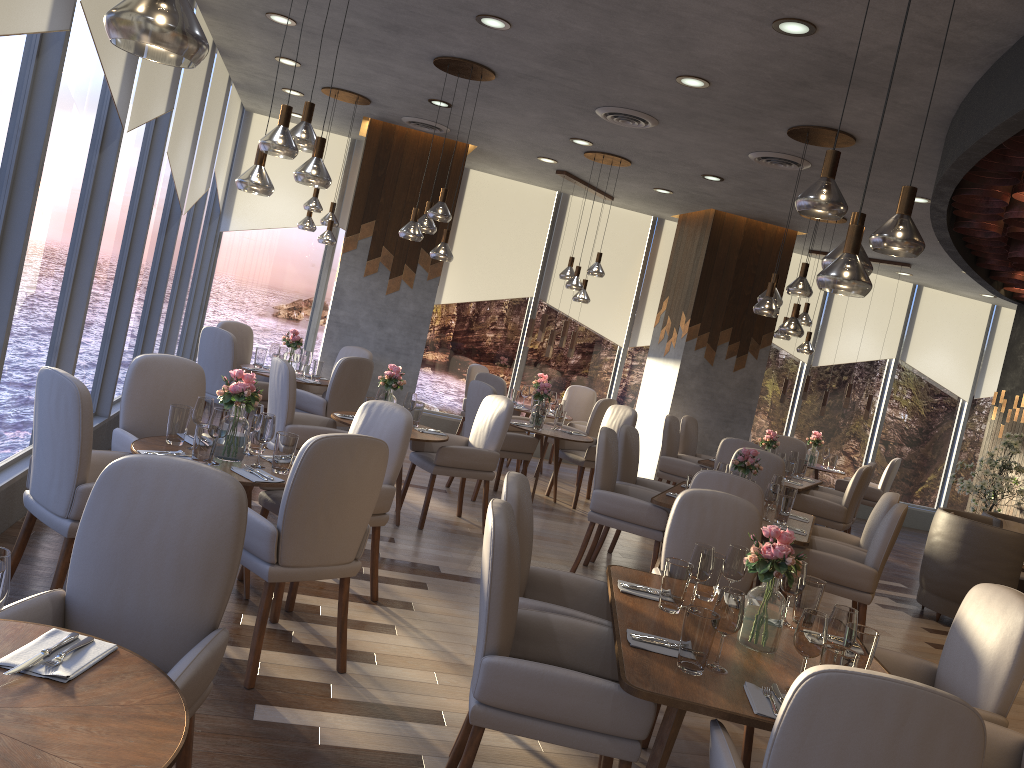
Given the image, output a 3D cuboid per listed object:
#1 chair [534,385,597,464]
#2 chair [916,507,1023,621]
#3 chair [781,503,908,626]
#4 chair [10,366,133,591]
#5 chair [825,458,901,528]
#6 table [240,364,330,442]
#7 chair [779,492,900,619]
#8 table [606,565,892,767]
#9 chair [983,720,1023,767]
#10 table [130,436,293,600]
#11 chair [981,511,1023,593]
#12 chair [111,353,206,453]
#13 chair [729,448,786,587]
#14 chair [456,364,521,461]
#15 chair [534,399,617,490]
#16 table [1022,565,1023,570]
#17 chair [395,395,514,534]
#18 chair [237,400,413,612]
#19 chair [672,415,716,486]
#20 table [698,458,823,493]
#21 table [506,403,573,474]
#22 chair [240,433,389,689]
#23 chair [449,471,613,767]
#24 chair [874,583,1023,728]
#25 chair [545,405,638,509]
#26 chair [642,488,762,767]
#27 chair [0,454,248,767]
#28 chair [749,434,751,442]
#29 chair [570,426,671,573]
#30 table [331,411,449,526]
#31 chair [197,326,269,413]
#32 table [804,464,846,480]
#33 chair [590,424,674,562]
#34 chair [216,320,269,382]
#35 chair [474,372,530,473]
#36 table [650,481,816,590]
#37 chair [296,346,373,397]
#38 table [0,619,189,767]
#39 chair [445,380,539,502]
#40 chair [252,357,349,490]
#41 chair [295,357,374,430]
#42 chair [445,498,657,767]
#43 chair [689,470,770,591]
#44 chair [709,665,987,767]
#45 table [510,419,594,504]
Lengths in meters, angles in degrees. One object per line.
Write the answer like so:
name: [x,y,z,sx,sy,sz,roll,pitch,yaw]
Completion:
chair: [0.594,0.497,10.270,0.530,0.999,0.598,14,3,34]
chair: [3.576,1.466,7.022,0.596,0.836,0.774,13,3,7]
chair: [1.991,1.143,5.424,0.601,0.999,0.527,14,3,23]
chair: [-1.670,0.455,3.624,0.530,0.999,0.598,15,3,39]
chair: [4.084,1.271,10.280,0.602,0.999,0.527,14,3,30]
table: [-2.079,0.236,7.944,0.832,0.661,0.837,11,4,-26]
chair: [2.178,1.147,5.962,0.601,0.999,0.528,13,3,16]
table: [0.740,1.203,2.995,0.965,0.665,1.308,13,4,4]
chair: [1.416,1.207,2.646,0.600,0.999,0.528,13,2,6]
table: [-1.367,0.663,4.063,0.832,0.661,0.836,12,3,-14]
chair: [4.279,1.580,7.617,0.774,0.836,0.596,12,3,-3]
chair: [-1.704,0.390,4.446,0.602,0.999,0.527,15,3,44]
chair: [1.769,1.004,6.719,0.529,0.999,0.599,13,3,18]
chair: [-0.272,0.319,10.065,0.602,0.999,0.527,14,3,30]
chair: [0.700,0.580,9.410,0.602,0.999,0.527,14,3,34]
table: [4.210,1.751,6.968,0.832,0.561,0.837,11,4,-20]
chair: [-0.401,0.537,6.509,0.598,0.999,0.530,11,3,-31]
chair: [-0.914,0.562,4.495,0.530,0.999,0.598,15,3,40]
chair: [1.968,0.879,9.161,0.602,0.999,0.527,14,3,30]
table: [2.362,1.174,8.617,0.968,0.665,1.305,14,4,28]
table: [0.192,0.613,9.781,0.834,0.661,0.834,13,3,7]
chair: [-0.906,0.624,3.629,0.602,0.999,0.527,15,3,43]
chair: [0.162,0.883,3.309,0.600,0.999,0.528,13,2,6]
chair: [1.442,1.174,3.214,0.599,0.999,0.529,12,2,-1]
chair: [0.785,0.663,8.480,0.598,0.999,0.530,11,3,-36]
chair: [0.844,0.999,3.817,0.528,0.999,0.600,13,3,1]
chair: [-0.999,0.707,2.128,0.528,0.999,0.600,13,3,1]
chair: [3.017,0.988,10.947,0.602,0.999,0.527,14,3,29]
chair: [0.778,0.840,5.907,0.601,0.999,0.528,13,3,18]
table: [-0.922,0.612,6.222,0.837,0.661,0.832,15,4,37]
chair: [-2.337,0.046,7.386,0.530,0.999,0.598,14,3,30]
table: [3.503,1.287,10.659,0.832,0.661,0.837,11,3,-22]
chair: [0.983,0.849,6.433,0.601,0.999,0.527,14,3,23]
chair: [-2.496,-0.045,8.192,0.602,0.999,0.527,14,3,35]
chair: [-0.164,0.401,9.232,0.530,0.999,0.598,14,3,37]
table: [1.446,1.155,5.946,0.967,0.665,1.306,14,4,20]
chair: [-1.722,0.115,8.366,0.530,0.999,0.598,14,3,31]
table: [-1.079,0.899,1.583,0.833,0.661,0.836,12,3,-11]
chair: [-0.151,0.502,7.817,0.598,0.999,0.530,11,3,-37]
chair: [-1.383,0.359,5.921,0.598,0.999,0.530,11,3,-32]
chair: [-1.582,0.205,7.513,0.602,0.999,0.527,14,3,34]
chair: [0.115,0.912,2.745,0.600,0.999,0.529,13,2,1]
chair: [1.206,0.988,5.149,0.529,0.999,0.599,14,3,23]
chair: [0.741,1.092,2.149,0.528,0.999,0.600,13,3,6]
table: [0.269,0.744,8.142,0.831,0.661,0.837,10,4,-38]
